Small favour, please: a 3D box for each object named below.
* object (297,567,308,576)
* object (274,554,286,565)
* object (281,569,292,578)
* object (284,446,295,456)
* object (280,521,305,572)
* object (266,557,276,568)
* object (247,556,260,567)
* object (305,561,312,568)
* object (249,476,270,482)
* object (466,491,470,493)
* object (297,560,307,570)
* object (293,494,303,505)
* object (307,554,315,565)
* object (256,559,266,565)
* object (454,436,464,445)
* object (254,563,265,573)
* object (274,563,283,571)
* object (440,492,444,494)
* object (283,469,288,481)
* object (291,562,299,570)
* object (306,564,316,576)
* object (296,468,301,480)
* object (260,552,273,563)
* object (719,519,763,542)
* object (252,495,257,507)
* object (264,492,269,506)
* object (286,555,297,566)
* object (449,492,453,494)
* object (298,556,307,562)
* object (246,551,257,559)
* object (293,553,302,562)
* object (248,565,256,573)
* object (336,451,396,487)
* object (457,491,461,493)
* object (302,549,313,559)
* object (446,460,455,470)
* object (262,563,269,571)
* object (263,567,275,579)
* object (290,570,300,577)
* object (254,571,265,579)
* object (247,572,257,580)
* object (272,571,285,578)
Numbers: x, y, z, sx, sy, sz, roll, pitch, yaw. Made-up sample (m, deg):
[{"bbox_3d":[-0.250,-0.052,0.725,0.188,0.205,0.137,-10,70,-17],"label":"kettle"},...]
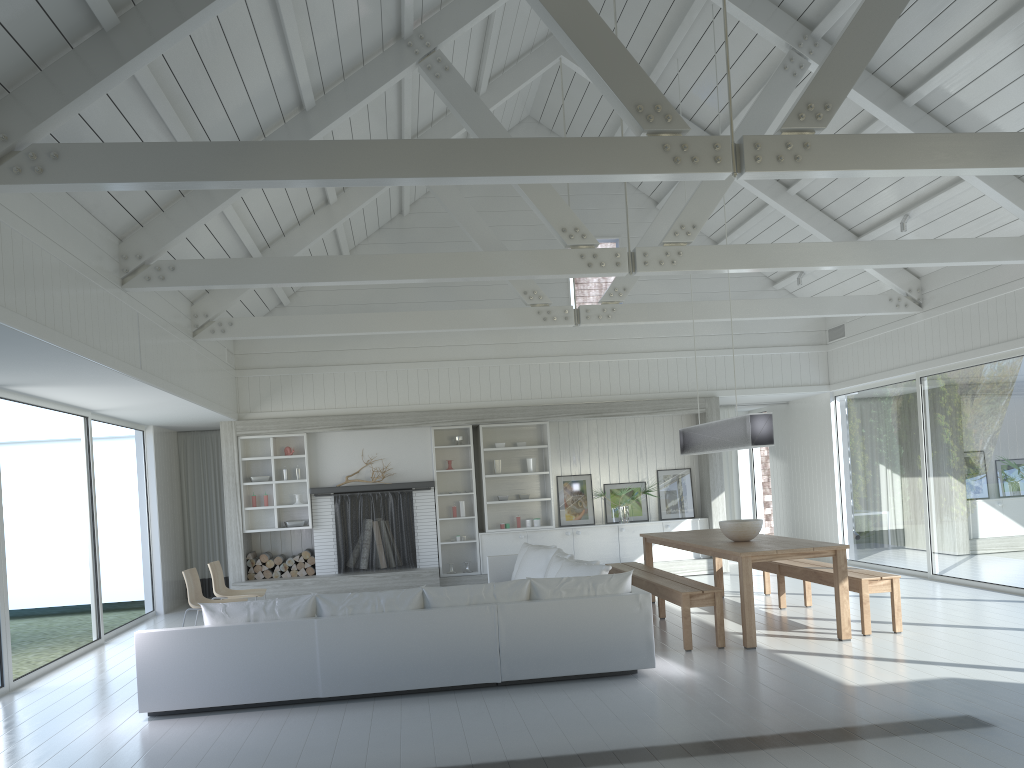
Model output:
[{"bbox_3d":[-2.773,2.497,11.757,0.134,0.146,0.550,-3,-6,-8],"label":"object"},{"bbox_3d":[-3.079,2.330,11.704,0.109,0.109,0.497,-3,-6,-9],"label":"object"},{"bbox_3d":[-2.969,2.525,11.732,0.134,0.146,0.550,-3,-6,-8],"label":"object"},{"bbox_3d":[-2.918,0.879,11.530,0.232,0.127,0.059,-7,-3,37],"label":"object"},{"bbox_3d":[-2.943,2.142,11.687,0.340,0.643,0.615,-3,-3,-22],"label":"object"},{"bbox_3d":[-3.180,2.369,11.691,0.109,0.109,0.497,-3,-6,-9],"label":"object"},{"bbox_3d":[-3.419,2.350,11.662,0.109,0.109,0.497,-3,-6,-9],"label":"object"},{"bbox_3d":[-2.700,2.392,11.743,0.080,0.079,0.480,-3,-6,-9],"label":"object"},{"bbox_3d":[-3.294,1.246,11.506,0.241,0.072,0.244,-1,-6,-22],"label":"object"},{"bbox_3d":[-0.604,1.468,12.013,0.054,0.025,0.054,-3,-5,-7],"label":"object"},{"bbox_3d":[-2.792,2.406,11.739,0.109,0.109,0.497,-3,-6,-9],"label":"object"},{"bbox_3d":[-2.805,1.512,11.545,0.136,0.130,0.137,-2,-4,-20],"label":"object"},{"bbox_3d":[-2.656,2.340,11.756,0.109,0.109,0.497,-3,-6,-9],"label":"object"},{"bbox_3d":[-3.322,2.338,11.661,0.080,0.080,0.480,-3,-6,-9],"label":"object"},{"bbox_3d":[-0.715,0.770,11.883,0.162,0.124,0.161,-5,-4,25],"label":"object"},{"bbox_3d":[-3.330,2.431,11.672,0.109,0.109,0.497,-3,-6,-9],"label":"object"},{"bbox_3d":[-3.086,2.423,11.689,0.080,0.080,0.480,-3,-6,-9],"label":"object"},{"bbox_3d":[-0.936,1.465,11.808,0.054,0.025,0.054,-3,-5,-7],"label":"object"},{"bbox_3d":[-2.964,1.167,11.532,0.054,0.196,0.054,-3,-1,-6],"label":"object"},{"bbox_3d":[-2.875,2.413,11.715,0.080,0.080,0.480,-3,-6,-9],"label":"object"},{"bbox_3d":[-2.670,2.476,11.754,0.110,0.111,0.497,-3,-6,-9],"label":"object"},{"bbox_3d":[-2.799,1.160,11.552,0.054,0.196,0.054,-3,-1,-6],"label":"object"},{"bbox_3d":[-3.254,2.294,11.684,0.110,0.111,0.497,-3,-6,-9],"label":"object"},{"bbox_3d":[2.071,1.326,7.960,0.388,0.185,0.392,-2,-5,-16],"label":"object"},{"bbox_3d":[-3.358,1.505,11.480,0.054,0.196,0.054,-3,-1,-6],"label":"object"},{"bbox_3d":[-3.208,1.498,11.499,0.054,0.196,0.054,-3,-1,-6],"label":"object"},{"bbox_3d":[-2.926,2.349,11.723,0.109,0.109,0.497,-3,-6,-9],"label":"object"},{"bbox_3d":[-0.825,1.466,11.876,0.054,0.025,0.054,-3,-5,-7],"label":"object"},{"bbox_3d":[-2.784,2.313,11.728,0.080,0.080,0.480,-3,-6,-9],"label":"object"},{"bbox_3d":[-3.439,2.260,11.647,0.080,0.080,0.480,-3,-6,-9],"label":"object"},{"bbox_3d":[-2.847,2.305,11.720,0.086,0.091,0.481,-3,-6,-9],"label":"object"},{"bbox_3d":[-3.413,2.438,11.649,0.080,0.080,0.480,-3,-6,-9],"label":"object"},{"bbox_3d":[-1.857,1.081,11.528,0.781,0.502,0.459,0,-4,-37],"label":"object"},{"bbox_3d":[-0.714,1.467,11.945,0.054,0.025,0.054,-3,-5,-7],"label":"object"},{"bbox_3d":[-2.724,2.263,11.749,0.110,0.111,0.497,-3,-6,-9],"label":"object"},{"bbox_3d":[-0.837,1.096,11.893,0.137,0.130,0.137,-6,-4,35],"label":"object"},{"bbox_3d":[-3.238,2.417,11.677,0.080,0.079,0.480,-3,-6,-9],"label":"object"},{"bbox_3d":[-3.208,2.500,11.687,0.110,0.111,0.497,-3,-6,-9],"label":"object"},{"bbox_3d":[-2.873,2.507,11.736,0.108,0.106,0.517,-3,-6,-9],"label":"object"},{"bbox_3d":[-3.312,2.522,11.690,0.134,0.146,0.550,-3,-6,-8],"label":"object"},{"bbox_3d":[-3.411,2.531,11.670,0.108,0.106,0.517,-3,-6,-9],"label":"object"},{"bbox_3d":[-3.097,2.497,11.708,0.105,0.115,0.519,-3,-6,-8],"label":"object"}]
